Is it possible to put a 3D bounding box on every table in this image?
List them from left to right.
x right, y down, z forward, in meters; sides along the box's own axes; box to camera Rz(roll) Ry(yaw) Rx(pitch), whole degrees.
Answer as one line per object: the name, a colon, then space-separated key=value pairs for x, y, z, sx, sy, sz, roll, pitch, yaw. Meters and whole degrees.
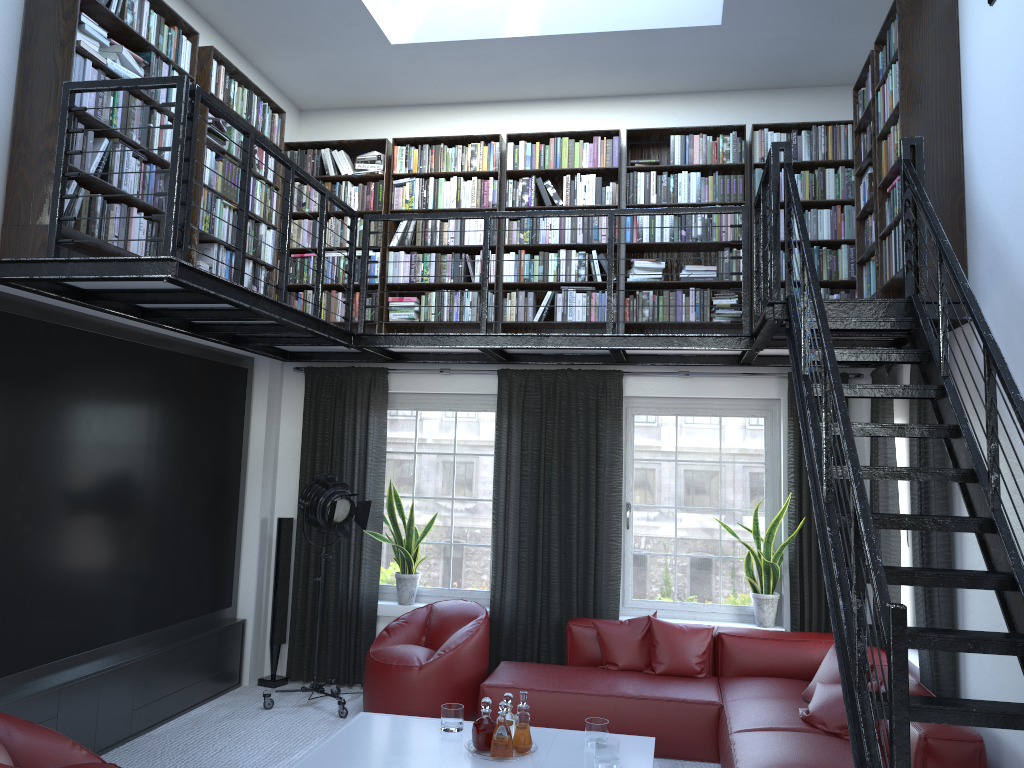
table: x=-0.158 y=1.955 z=4.335 sx=1.665 sy=0.245 sz=1.160 roll=1 pitch=-5 yaw=11

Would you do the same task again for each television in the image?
television: x=-2.308 y=0.849 z=5.030 sx=0.116 sy=2.438 sz=3.338 roll=0 pitch=-6 yaw=11

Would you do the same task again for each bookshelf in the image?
bookshelf: x=0.134 y=-1.197 z=5.282 sx=4.476 sy=1.623 sz=3.075 roll=1 pitch=-6 yaw=11

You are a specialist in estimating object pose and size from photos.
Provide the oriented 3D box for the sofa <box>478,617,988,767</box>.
sofa: x=0.906 y=1.817 z=4.563 sx=2.542 sy=0.659 sz=3.265 roll=1 pitch=-5 yaw=10

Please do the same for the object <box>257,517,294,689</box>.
object: x=-1.751 y=1.620 z=6.638 sx=0.157 sy=1.226 sz=0.157 roll=-2 pitch=-8 yaw=26

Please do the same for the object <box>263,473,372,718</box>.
object: x=-0.208 y=1.452 z=6.224 sx=2.905 sy=1.586 sz=0.750 roll=2 pitch=-7 yaw=-5

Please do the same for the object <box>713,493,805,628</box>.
object: x=1.693 y=1.205 z=6.085 sx=0.553 sy=0.944 sz=0.523 roll=2 pitch=-7 yaw=-1

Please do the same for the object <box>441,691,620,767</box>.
object: x=0.062 y=1.711 z=4.523 sx=1.009 sy=0.296 sz=0.510 roll=0 pitch=-6 yaw=14

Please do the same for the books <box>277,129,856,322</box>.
books: x=0.380 y=-1.143 z=6.626 sx=4.436 sy=1.418 sz=0.226 roll=1 pitch=-7 yaw=11

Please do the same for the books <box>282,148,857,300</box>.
books: x=0.378 y=-1.132 z=6.620 sx=4.442 sy=1.403 sz=0.241 roll=1 pitch=-7 yaw=11

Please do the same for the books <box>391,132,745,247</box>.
books: x=0.386 y=-1.427 z=6.672 sx=2.637 sy=0.831 sz=0.212 roll=1 pitch=-7 yaw=11

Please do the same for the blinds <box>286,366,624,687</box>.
blinds: x=-0.449 y=1.056 z=6.572 sx=2.508 sy=2.397 sz=0.124 roll=1 pitch=-7 yaw=11

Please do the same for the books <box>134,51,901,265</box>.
books: x=0.109 y=-1.144 z=5.172 sx=4.336 sy=1.145 sz=1.591 roll=1 pitch=-6 yaw=10

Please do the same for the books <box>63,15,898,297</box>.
books: x=0.067 y=-1.304 z=4.892 sx=4.377 sy=1.415 sz=2.195 roll=1 pitch=-6 yaw=10

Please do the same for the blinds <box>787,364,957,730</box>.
blinds: x=2.284 y=1.029 z=5.352 sx=0.527 sy=2.391 sz=1.742 roll=3 pitch=-7 yaw=-7

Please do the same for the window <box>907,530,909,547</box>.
window: x=2.511 y=0.821 z=5.197 sx=0.133 sy=1.612 sz=1.161 roll=0 pitch=-7 yaw=11

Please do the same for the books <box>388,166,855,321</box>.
books: x=0.744 y=-0.986 z=6.550 sx=3.392 sy=1.127 sz=0.239 roll=1 pitch=-7 yaw=11

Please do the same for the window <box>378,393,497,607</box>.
window: x=-0.610 y=0.872 z=6.844 sx=1.167 sy=1.613 sz=0.132 roll=1 pitch=-7 yaw=11

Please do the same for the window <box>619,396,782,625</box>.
window: x=1.361 y=0.900 z=6.473 sx=1.167 sy=1.613 sz=0.132 roll=1 pitch=-7 yaw=11

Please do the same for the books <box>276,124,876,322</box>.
books: x=0.275 y=-1.193 z=6.155 sx=4.436 sy=1.435 sz=1.279 roll=1 pitch=-6 yaw=12

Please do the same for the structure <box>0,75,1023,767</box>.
structure: x=-0.062 y=0.389 z=4.325 sx=4.489 sy=3.369 sz=4.595 roll=1 pitch=-6 yaw=11

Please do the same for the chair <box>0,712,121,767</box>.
chair: x=-1.815 y=1.581 z=3.325 sx=0.830 sy=0.714 sz=0.827 roll=3 pitch=-6 yaw=-10

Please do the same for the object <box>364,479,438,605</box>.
object: x=-0.923 y=1.169 z=6.602 sx=0.553 sy=0.944 sz=0.523 roll=-1 pitch=-7 yaw=21

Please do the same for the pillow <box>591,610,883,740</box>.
pillow: x=1.496 y=1.675 z=5.417 sx=0.981 sy=0.403 sz=1.952 roll=6 pitch=-7 yaw=-37

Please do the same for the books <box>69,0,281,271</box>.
books: x=-1.994 y=-1.347 z=5.257 sx=0.315 sy=1.429 sz=2.197 roll=0 pitch=-6 yaw=11

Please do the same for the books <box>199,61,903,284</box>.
books: x=0.183 y=-1.254 z=5.414 sx=4.384 sy=1.411 sz=1.164 roll=1 pitch=-7 yaw=11

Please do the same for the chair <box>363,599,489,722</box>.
chair: x=-0.573 y=1.860 z=5.991 sx=0.829 sy=0.714 sz=0.828 roll=5 pitch=-7 yaw=-28
